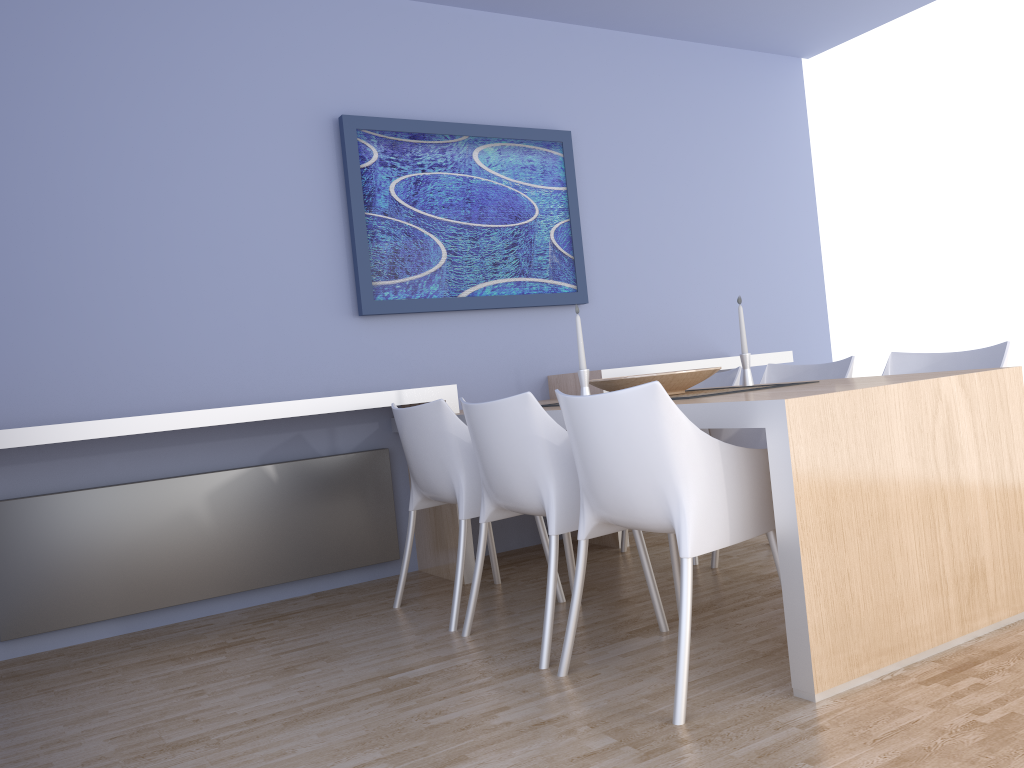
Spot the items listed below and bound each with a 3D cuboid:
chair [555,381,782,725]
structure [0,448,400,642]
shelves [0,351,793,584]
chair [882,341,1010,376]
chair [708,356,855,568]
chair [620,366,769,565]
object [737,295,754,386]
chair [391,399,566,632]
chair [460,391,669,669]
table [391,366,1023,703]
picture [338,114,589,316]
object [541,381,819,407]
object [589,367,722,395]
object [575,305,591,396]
[{"bbox_3d":[0.417,0.382,2.376,0.486,0.793,0.510,-6,0,-31],"label":"chair"},{"bbox_3d":[-0.242,0.509,4.201,3.843,0.503,0.064,-6,0,-31],"label":"structure"},{"bbox_3d":[-0.215,0.421,4.011,3.901,0.840,0.463,-6,0,-31],"label":"shelves"},{"bbox_3d":[1.395,0.281,2.967,0.486,0.793,0.510,-6,0,-31],"label":"chair"},{"bbox_3d":[1.090,0.312,3.477,0.486,0.793,0.510,-6,0,-30],"label":"chair"},{"bbox_3d":[0.788,0.342,3.981,0.486,0.793,0.510,-6,0,-31],"label":"chair"},{"bbox_3d":[0.882,-0.166,3.378,0.045,0.349,0.045,-6,0,-31],"label":"object"},{"bbox_3d":[-0.172,0.442,3.360,0.486,0.793,0.510,-6,0,-31],"label":"chair"},{"bbox_3d":[0.123,0.412,2.868,0.486,0.793,0.510,-6,0,-31],"label":"chair"},{"bbox_3d":[0.505,0.409,3.345,1.002,0.718,2.340,-6,0,-31],"label":"table"},{"bbox_3d":[-0.193,-0.812,4.311,1.252,0.901,0.049,-6,0,-31],"label":"picture"},{"bbox_3d":[0.530,0.044,3.258,0.594,0.005,0.986,-6,0,-32],"label":"object"},{"bbox_3d":[0.522,0.002,3.258,0.493,0.081,0.493,-6,0,-13],"label":"object"},{"bbox_3d":[0.234,-0.099,2.986,0.045,0.349,0.045,-6,0,11],"label":"object"}]
